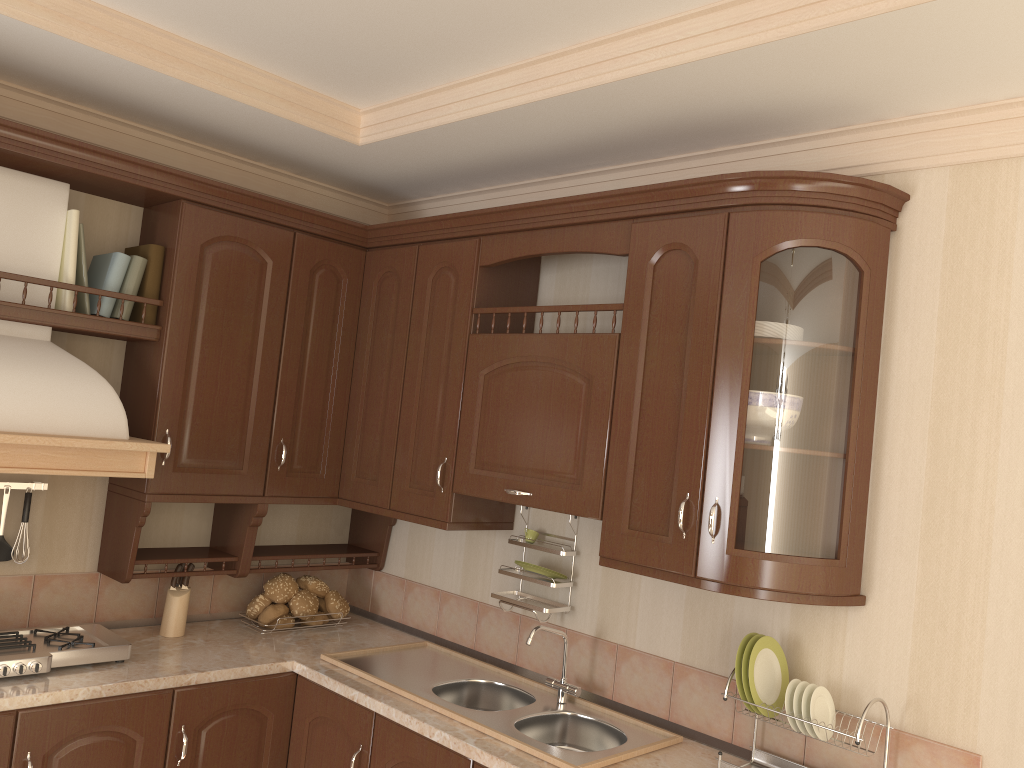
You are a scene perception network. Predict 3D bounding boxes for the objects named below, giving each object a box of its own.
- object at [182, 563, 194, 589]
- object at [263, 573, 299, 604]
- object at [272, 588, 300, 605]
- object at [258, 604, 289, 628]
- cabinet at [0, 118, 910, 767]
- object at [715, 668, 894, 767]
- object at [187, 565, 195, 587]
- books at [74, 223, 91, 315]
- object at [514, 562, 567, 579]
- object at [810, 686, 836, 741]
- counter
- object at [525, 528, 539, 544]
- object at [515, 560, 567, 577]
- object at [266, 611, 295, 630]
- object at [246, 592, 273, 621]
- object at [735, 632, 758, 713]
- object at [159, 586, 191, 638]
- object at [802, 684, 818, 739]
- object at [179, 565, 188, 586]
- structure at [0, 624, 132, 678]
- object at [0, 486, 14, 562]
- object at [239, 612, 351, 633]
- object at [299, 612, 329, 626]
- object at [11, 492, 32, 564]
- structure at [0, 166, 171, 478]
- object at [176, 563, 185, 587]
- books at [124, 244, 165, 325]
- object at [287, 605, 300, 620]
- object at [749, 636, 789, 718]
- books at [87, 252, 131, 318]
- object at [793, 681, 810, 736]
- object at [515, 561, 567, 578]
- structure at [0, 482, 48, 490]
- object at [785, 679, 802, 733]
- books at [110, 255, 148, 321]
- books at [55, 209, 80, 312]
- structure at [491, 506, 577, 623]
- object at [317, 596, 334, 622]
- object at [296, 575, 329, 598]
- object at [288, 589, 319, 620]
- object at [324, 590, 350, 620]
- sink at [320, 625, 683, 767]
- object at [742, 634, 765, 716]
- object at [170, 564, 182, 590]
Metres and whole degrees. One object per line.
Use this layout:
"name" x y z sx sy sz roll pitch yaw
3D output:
"object" -1.106 0.704 2.990 0.027 0.198 0.053 4 -3 28
"object" -0.832 0.737 3.196 0.100 0.105 0.118 4 -4 39
"object" -0.834 0.784 3.273 0.110 0.092 0.113 6 -3 7
"object" -0.848 0.823 3.148 0.104 0.092 0.114 6 -3 2
"cabinet" -0.917 0.464 1.659 2.436 2.313 3.226 3 -4 45
"object" 0.694 0.842 2.121 0.172 0.275 0.359 9 -4 -44
"object" -1.113 0.696 3.027 0.022 0.159 0.050 5 -3 14
"books" -1.347 -0.346 2.724 0.194 0.271 0.068 3 -4 45
"object" 0.090 0.592 2.807 0.174 0.051 0.167 3 -4 45
"object" 0.733 0.777 2.093 0.034 0.119 0.123 3 -4 45
"counter" -0.735 0.833 1.848 2.422 0.034 2.603 3 -4 45
"object" 0.066 0.497 2.900 0.044 0.051 0.049 5 -3 13
"object" 0.092 0.586 2.809 0.174 0.051 0.167 3 -4 45
"object" -0.837 0.846 3.191 0.119 0.058 0.114 6 -3 10
"object" -0.905 0.801 3.189 0.092 0.109 0.123 5 -3 12
"object" 0.611 0.723 2.225 0.193 0.188 0.047 9 -4 -44
"object" -1.126 0.759 2.981 0.078 0.148 0.151 6 -3 -8
"object" 0.718 0.776 2.108 0.034 0.119 0.123 3 -4 45
"object" -1.137 0.698 3.038 0.016 0.158 0.051 6 -3 7
"structure" -1.427 0.734 2.412 0.325 0.054 0.710 3 -4 45
"object" -1.551 0.425 2.694 0.028 0.236 0.088 3 -4 44
"object" -0.791 0.855 3.247 0.199 0.060 0.364 3 -4 45
"object" -0.731 0.863 3.274 0.105 0.060 0.103 4 -4 40
"object" -1.501 0.443 2.727 0.049 0.219 0.049 5 -3 22
"structure" -1.393 -0.187 2.520 0.455 0.845 0.753 3 -4 45
"object" -1.135 0.697 3.003 0.027 0.191 0.052 6 -3 0
"books" -1.197 -0.315 2.861 0.205 0.254 0.052 3 -4 45
"object" -0.787 0.834 3.291 0.098 0.094 0.114 5 -3 25
"object" 0.636 0.724 2.199 0.193 0.188 0.047 9 -4 -44
"books" -1.285 -0.306 2.781 0.205 0.209 0.086 3 -4 45
"object" 0.703 0.776 2.123 0.123 0.119 0.034 9 -4 -43
"object" 0.091 0.589 2.808 0.174 0.051 0.167 3 -4 45
"structure" -1.602 0.298 2.628 0.008 0.020 0.422 3 -4 45
"object" 0.688 0.775 2.138 0.034 0.119 0.123 3 -4 45
"books" -1.243 -0.299 2.811 0.205 0.209 0.080 3 -4 45
"books" -1.367 -0.368 2.693 0.194 0.305 0.042 3 -4 45
"structure" 0.073 0.568 2.851 0.256 0.361 0.131 3 -4 45
"object" -0.717 0.843 3.350 0.125 0.100 0.091 4 -4 40
"object" -0.747 0.754 3.308 0.125 0.078 0.112 4 -4 39
"object" -0.755 0.797 3.211 0.110 0.102 0.115 7 -3 -17
"object" -0.655 0.826 3.312 0.097 0.106 0.117 6 -3 0
"sink" -0.069 0.858 2.623 1.077 0.348 0.448 3 -4 45
"object" 0.624 0.724 2.212 0.193 0.188 0.047 9 -4 -44
"object" -1.139 0.705 2.973 0.027 0.198 0.053 4 -3 28
